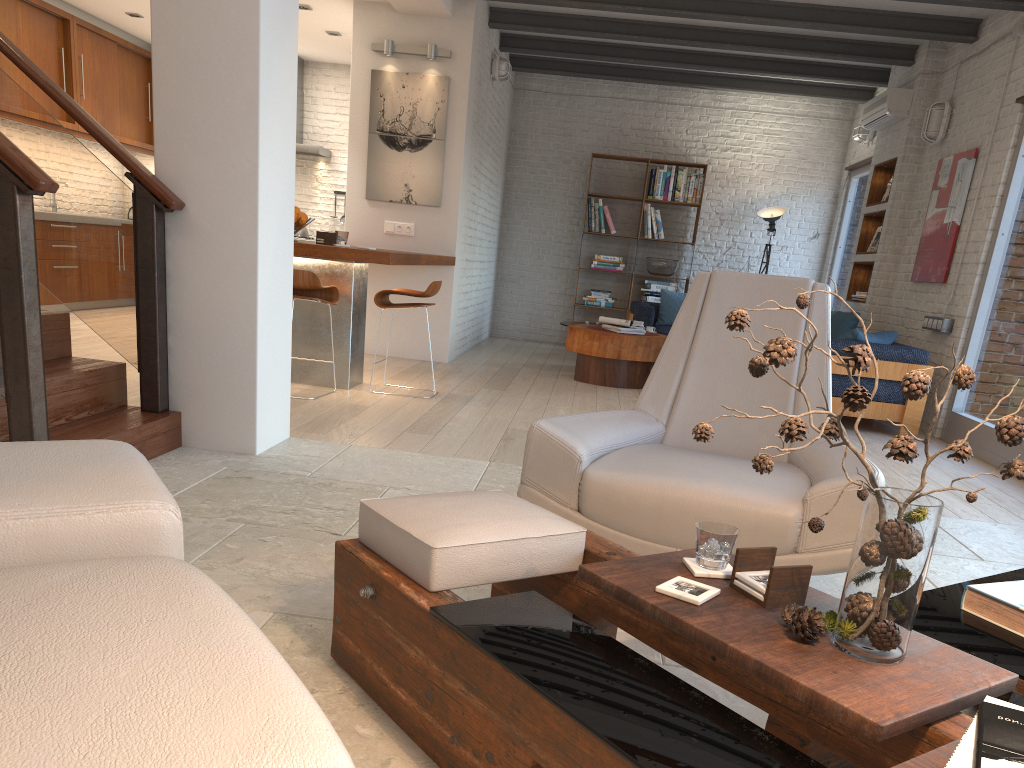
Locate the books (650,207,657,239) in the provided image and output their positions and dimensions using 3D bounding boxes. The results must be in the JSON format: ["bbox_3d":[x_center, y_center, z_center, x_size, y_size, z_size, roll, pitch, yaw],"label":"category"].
[{"bbox_3d":[1.663,-1.892,10.286,0.124,0.364,0.260,7,14,4],"label":"books"}]

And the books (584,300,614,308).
[{"bbox_3d":[1.067,-0.976,10.612,0.324,0.058,0.246,8,9,14],"label":"books"}]

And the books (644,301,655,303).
[{"bbox_3d":[1.753,-0.961,10.560,0.361,0.058,0.272,7,9,6],"label":"books"}]

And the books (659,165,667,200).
[{"bbox_3d":[1.752,-2.331,10.140,0.036,0.400,0.233,7,15,5],"label":"books"}]

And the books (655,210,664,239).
[{"bbox_3d":[1.730,-1.874,10.280,0.158,0.343,0.243,7,14,4],"label":"books"}]

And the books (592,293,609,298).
[{"bbox_3d":[1.073,-1.079,10.602,0.205,0.035,0.127,7,9,4],"label":"books"}]

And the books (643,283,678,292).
[{"bbox_3d":[1.783,-1.162,10.500,0.380,0.067,0.234,6,9,-2],"label":"books"}]

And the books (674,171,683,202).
[{"bbox_3d":[1.924,-2.282,10.128,0.055,0.344,0.243,7,14,5],"label":"books"}]

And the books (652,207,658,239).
[{"bbox_3d":[1.685,-1.890,10.293,0.124,0.364,0.260,7,14,4],"label":"books"}]

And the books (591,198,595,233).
[{"bbox_3d":[0.957,-1.995,10.330,0.091,0.401,0.233,7,15,5],"label":"books"}]

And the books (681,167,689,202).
[{"bbox_3d":[1.996,-2.305,10.143,0.036,0.400,0.233,7,15,5],"label":"books"}]

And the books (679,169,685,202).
[{"bbox_3d":[1.965,-2.293,10.136,0.021,0.375,0.260,7,14,5],"label":"books"}]

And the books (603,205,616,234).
[{"bbox_3d":[1.153,-1.940,10.339,0.194,0.333,0.243,7,14,4],"label":"books"}]

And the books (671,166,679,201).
[{"bbox_3d":[1.882,-2.316,10.137,0.036,0.400,0.233,7,15,5],"label":"books"}]

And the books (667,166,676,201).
[{"bbox_3d":[1.844,-2.319,10.129,0.036,0.400,0.233,7,15,5],"label":"books"}]

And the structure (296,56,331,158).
[{"bbox_3d":[-2.538,-3.115,9.688,0.984,1.037,0.437,7,16,4],"label":"structure"}]

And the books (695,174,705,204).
[{"bbox_3d":[2.172,-2.257,10.143,0.055,0.344,0.243,7,14,5],"label":"books"}]

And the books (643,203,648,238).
[{"bbox_3d":[1.576,-1.921,10.299,0.101,0.400,0.233,7,15,5],"label":"books"}]

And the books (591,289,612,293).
[{"bbox_3d":[1.080,-1.129,10.573,0.252,0.018,0.156,7,8,4],"label":"books"}]

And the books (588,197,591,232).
[{"bbox_3d":[0.920,-1.997,10.325,0.091,0.401,0.233,7,15,5],"label":"books"}]

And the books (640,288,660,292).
[{"bbox_3d":[1.768,-1.118,10.496,0.444,0.021,0.261,7,8,4],"label":"books"}]

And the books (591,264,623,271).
[{"bbox_3d":[1.134,-1.402,10.473,0.380,0.038,0.234,6,8,-1],"label":"books"}]

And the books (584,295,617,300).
[{"bbox_3d":[1.070,-1.049,10.588,0.380,0.019,0.234,6,8,-3],"label":"books"}]

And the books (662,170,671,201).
[{"bbox_3d":[1.797,-2.300,10.160,0.055,0.344,0.243,7,14,5],"label":"books"}]

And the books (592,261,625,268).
[{"bbox_3d":[1.148,-1.436,10.455,0.380,0.038,0.234,6,8,-2],"label":"books"}]

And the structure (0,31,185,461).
[{"bbox_3d":[-1.665,-1.917,3.923,10.138,4.322,13.314,7,9,4],"label":"structure"}]

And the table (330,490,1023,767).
[{"bbox_3d":[0.851,0.646,1.648,1.961,0.448,2.126,0,11,-34],"label":"table"}]

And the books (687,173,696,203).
[{"bbox_3d":[2.074,-2.265,10.128,0.055,0.344,0.243,7,14,5],"label":"books"}]

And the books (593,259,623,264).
[{"bbox_3d":[1.151,-1.468,10.465,0.355,0.021,0.261,6,8,2],"label":"books"}]

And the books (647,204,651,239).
[{"bbox_3d":[1.611,-1.913,10.275,0.103,0.400,0.233,7,15,5],"label":"books"}]

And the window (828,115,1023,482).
[{"bbox_3d":[3.606,-2.490,3.757,0.647,6.670,11.848,7,10,5],"label":"window"}]

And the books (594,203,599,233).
[{"bbox_3d":[1.007,-1.966,10.353,0.102,0.348,0.243,7,14,5],"label":"books"}]

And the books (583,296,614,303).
[{"bbox_3d":[1.052,-1.025,10.607,0.379,0.038,0.235,7,8,4],"label":"books"}]

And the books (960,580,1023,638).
[{"bbox_3d":[1.172,0.485,1.843,0.326,0.059,0.244,2,10,-25],"label":"books"}]

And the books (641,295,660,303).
[{"bbox_3d":[1.769,-1.018,10.526,0.380,0.067,0.234,5,9,-9],"label":"books"}]

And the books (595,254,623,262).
[{"bbox_3d":[1.163,-1.505,10.450,0.326,0.058,0.245,7,9,6],"label":"books"}]

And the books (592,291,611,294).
[{"bbox_3d":[1.078,-1.118,10.590,0.242,0.009,0.150,7,8,4],"label":"books"}]

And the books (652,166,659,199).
[{"bbox_3d":[1.667,-2.329,10.162,0.021,0.375,0.260,7,14,5],"label":"books"}]

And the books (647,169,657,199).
[{"bbox_3d":[1.627,-2.319,10.170,0.055,0.344,0.243,7,14,5],"label":"books"}]

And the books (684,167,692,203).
[{"bbox_3d":[2.032,-2.299,10.128,0.036,0.400,0.233,7,15,5],"label":"books"}]

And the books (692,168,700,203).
[{"bbox_3d":[2.125,-2.288,10.122,0.036,0.400,0.233,7,15,5],"label":"books"}]

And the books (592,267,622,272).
[{"bbox_3d":[1.141,-1.373,10.488,0.355,0.021,0.261,7,8,4],"label":"books"}]

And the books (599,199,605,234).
[{"bbox_3d":[1.062,-1.979,10.313,0.121,0.398,0.233,7,15,4],"label":"books"}]

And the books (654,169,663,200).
[{"bbox_3d":[1.702,-2.308,10.148,0.055,0.344,0.243,7,14,5],"label":"books"}]

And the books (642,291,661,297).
[{"bbox_3d":[1.747,-1.080,10.498,0.326,0.058,0.244,6,9,-1],"label":"books"}]

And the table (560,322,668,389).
[{"bbox_3d":[0.914,-0.309,8.201,1.072,0.466,1.764,8,9,10],"label":"table"}]

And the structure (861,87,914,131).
[{"bbox_3d":[3.374,-2.476,7.886,0.200,0.228,0.783,7,9,5],"label":"structure"}]

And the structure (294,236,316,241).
[{"bbox_3d":[-2.689,-1.713,10.059,0.810,0.033,0.567,7,8,4],"label":"structure"}]

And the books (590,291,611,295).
[{"bbox_3d":[1.071,-1.106,10.601,0.236,0.019,0.164,6,8,-3],"label":"books"}]
